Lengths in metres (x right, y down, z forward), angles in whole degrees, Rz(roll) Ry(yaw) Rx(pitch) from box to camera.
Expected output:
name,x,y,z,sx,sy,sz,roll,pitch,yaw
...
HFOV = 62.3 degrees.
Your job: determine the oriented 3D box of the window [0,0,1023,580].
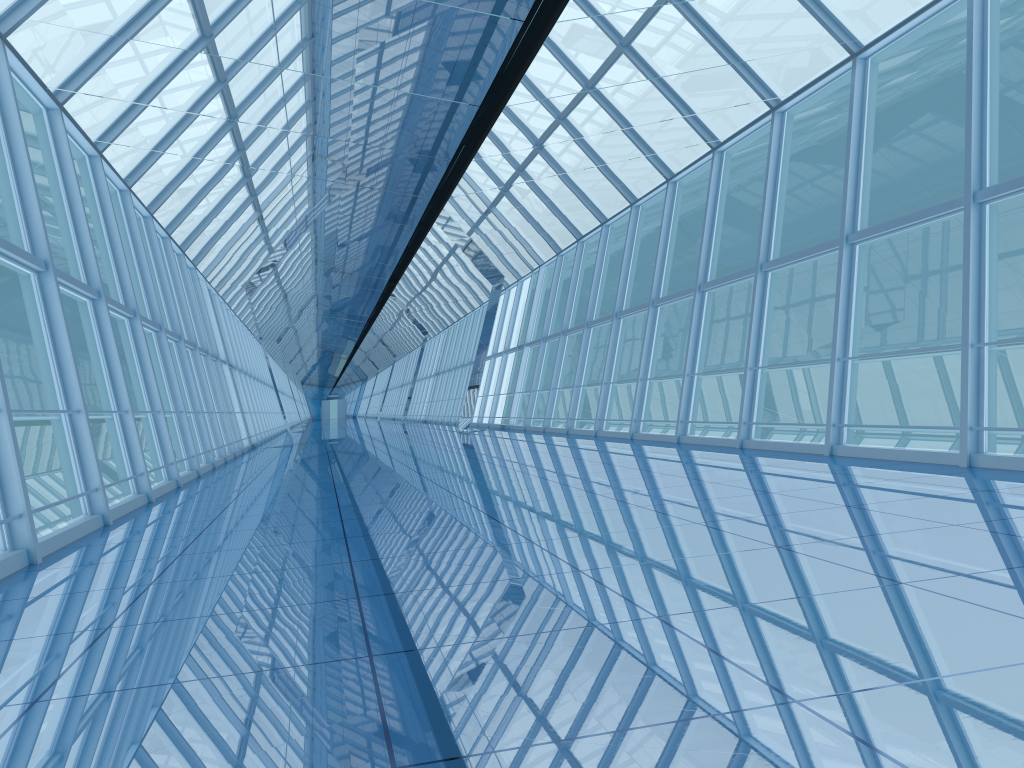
name,x,y,z,sx,sy,sz,roll,pitch,yaw
window,-9.701,0.014,50.180,9.946,4.938,105.256,-3,-1,-13
